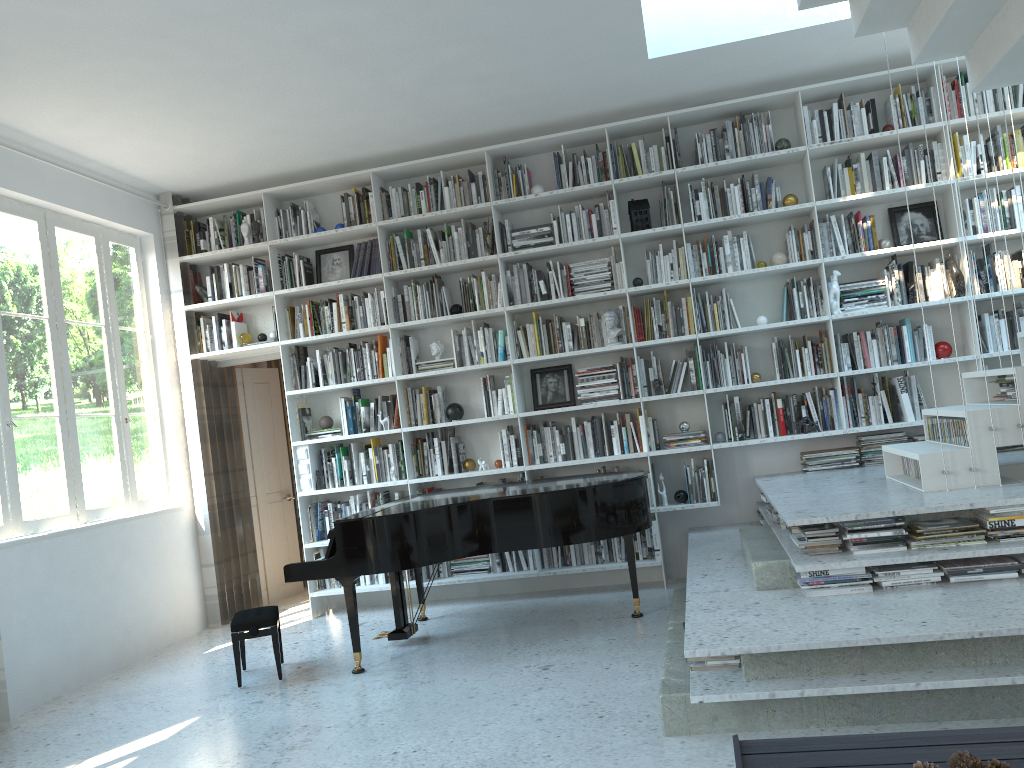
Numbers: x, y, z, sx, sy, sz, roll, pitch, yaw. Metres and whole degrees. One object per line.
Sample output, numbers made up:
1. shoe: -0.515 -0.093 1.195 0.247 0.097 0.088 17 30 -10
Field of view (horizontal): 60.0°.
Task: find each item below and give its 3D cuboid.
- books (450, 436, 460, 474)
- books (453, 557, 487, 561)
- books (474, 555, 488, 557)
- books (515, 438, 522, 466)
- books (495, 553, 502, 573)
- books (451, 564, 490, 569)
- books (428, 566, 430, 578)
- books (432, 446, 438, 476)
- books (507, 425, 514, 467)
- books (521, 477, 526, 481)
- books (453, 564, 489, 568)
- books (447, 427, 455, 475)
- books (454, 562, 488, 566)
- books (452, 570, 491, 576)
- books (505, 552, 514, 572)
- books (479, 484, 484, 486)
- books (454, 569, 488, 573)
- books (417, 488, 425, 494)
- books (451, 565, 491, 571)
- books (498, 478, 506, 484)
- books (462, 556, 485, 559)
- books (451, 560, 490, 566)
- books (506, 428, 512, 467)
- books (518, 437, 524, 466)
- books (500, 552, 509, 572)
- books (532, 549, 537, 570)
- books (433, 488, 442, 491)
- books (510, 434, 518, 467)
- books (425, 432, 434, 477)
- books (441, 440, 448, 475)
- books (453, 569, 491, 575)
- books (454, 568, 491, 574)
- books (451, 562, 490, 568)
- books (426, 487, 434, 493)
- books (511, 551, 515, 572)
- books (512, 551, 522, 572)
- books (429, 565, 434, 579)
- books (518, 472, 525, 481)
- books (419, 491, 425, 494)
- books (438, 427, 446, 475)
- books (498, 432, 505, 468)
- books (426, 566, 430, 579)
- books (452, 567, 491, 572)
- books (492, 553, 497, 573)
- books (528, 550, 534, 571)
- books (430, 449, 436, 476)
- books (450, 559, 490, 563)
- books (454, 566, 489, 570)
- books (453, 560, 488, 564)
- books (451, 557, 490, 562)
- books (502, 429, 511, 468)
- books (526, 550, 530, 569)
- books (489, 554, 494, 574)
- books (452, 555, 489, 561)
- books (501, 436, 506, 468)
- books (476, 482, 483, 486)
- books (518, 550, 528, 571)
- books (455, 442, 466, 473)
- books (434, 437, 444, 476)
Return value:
1. books: -0.394 0.506 6.351 0.027 0.261 0.163 -8 -2 11
2. books: -0.285 1.239 6.343 0.254 0.006 0.161 -8 -3 11
3. books: -0.288 1.223 6.341 0.285 0.005 0.159 -8 -3 12
4. books: 0.061 0.480 6.284 0.031 0.194 0.142 -8 -2 11
5. books: -0.083 1.223 6.286 0.029 0.202 0.178 -8 -2 11
6. books: -0.276 1.292 6.336 0.285 0.007 0.159 -8 -3 13
7. books: -0.584 1.277 6.407 0.012 0.230 0.138 -8 -2 11
8. books: -0.528 0.548 6.382 0.021 0.215 0.172 -8 -2 11
9. books: 0.003 0.438 6.285 0.014 0.290 0.132 -8 -2 11
10. books: 0.105 0.801 6.261 0.022 0.289 0.160 -8 -2 11
11. books: -0.278 1.286 6.332 0.254 0.007 0.161 -8 -3 7
12. books: -0.435 0.478 6.361 0.050 0.328 0.166 -8 -2 11
13. books: -0.279 1.272 6.339 0.254 0.007 0.161 -8 -3 12
14. books: -0.271 1.341 6.340 0.285 0.007 0.159 -8 -3 11
15. books: -0.016 1.188 6.274 0.062 0.253 0.177 -8 -2 11
16. books: -0.203 0.852 6.322 0.012 0.270 0.142 -8 -2 11
17. books: -0.274 1.320 6.337 0.254 0.007 0.161 -8 -3 12
18. books: -0.644 0.905 6.419 0.012 0.285 0.159 -8 -2 11
19. books: -0.276 1.306 6.328 0.285 0.007 0.159 -8 -3 16
20. books: -0.055 0.821 6.306 0.025 0.294 0.134 -8 -2 11
21. books: -0.287 1.228 6.341 0.254 0.006 0.161 -8 -3 10
22. books: -0.281 1.265 6.330 0.285 0.007 0.159 -7 -3 6
23. books: -0.007 0.447 6.291 0.010 0.277 0.155 -8 -2 11
24. books: 0.084 0.473 6.266 0.024 0.201 0.158 -8 -2 11
25. books: -0.055 1.202 6.293 0.028 0.238 0.136 -8 -2 11
26. books: 0.173 1.200 6.237 0.024 0.179 0.171 -8 -2 11
27. books: -0.522 0.894 6.398 0.026 0.273 0.146 -8 -2 11
28. books: 0.026 0.470 6.271 0.029 0.221 0.153 -8 -2 11
29. books: -0.575 0.505 6.391 0.014 0.313 0.166 -8 -2 11
30. books: -0.464 0.527 6.383 0.029 0.241 0.135 -8 -2 11
31. books: -0.274 1.334 6.331 0.254 0.007 0.161 -8 -3 15
32. books: -0.273 1.327 6.339 0.254 0.007 0.161 -8 -3 11
33. books: -0.279 1.279 6.332 0.285 0.007 0.159 -8 -3 7
34. books: -0.576 0.894 6.401 0.013 0.288 0.161 -8 -2 11
35. books: 0.021 1.194 6.264 0.011 0.232 0.174 -8 -2 11
36. books: 0.028 1.171 6.254 0.012 0.274 0.180 -8 -2 11
37. books: -0.566 1.291 6.399 0.025 0.198 0.160 -8 -2 11
38. books: 0.084 0.788 6.255 0.013 0.320 0.173 -8 -2 11
39. books: -0.625 0.912 6.416 0.023 0.266 0.134 -8 -2 11
40. books: -0.489 0.481 6.397 0.013 0.339 0.138 -8 -2 11
41. books: -0.058 0.465 6.297 0.012 0.254 0.161 -8 -2 11
42. books: -0.600 1.252 6.408 0.012 0.285 0.159 -8 -2 11
43. books: -0.276 1.313 6.331 0.285 0.007 0.159 -8 -3 7
44. books: -0.114 1.196 6.306 0.031 0.265 0.144 -8 -2 11
45. books: 0.142 1.163 6.226 0.024 0.260 0.189 -8 -2 11
46. books: -0.548 0.560 6.390 0.024 0.196 0.157 -8 -2 11
47. books: -0.281 1.252 6.340 0.285 0.007 0.159 -8 -3 12
48. books: -0.276 1.300 6.331 0.254 0.007 0.161 -8 -3 7
49. books: -0.280 1.259 6.339 0.254 0.007 0.161 -8 -3 12
50. books: -0.282 1.245 6.342 0.285 0.007 0.159 -8 -3 11
51. books: -0.027 0.453 6.280 0.027 0.269 0.159 -8 -2 11
52. books: 0.124 1.167 6.262 0.025 0.259 0.132 -8 -2 11
53. books: -0.137 1.204 6.295 0.012 0.254 0.161 -8 -2 11
54. books: -0.287 1.234 6.339 0.285 0.005 0.159 -8 -3 9
55. books: -0.041 0.478 6.302 0.015 0.225 0.148 -8 -2 11
56. books: -0.214 0.847 6.329 0.012 0.285 0.159 -8 -2 11
57. books: 0.073 1.165 6.259 0.073 0.275 0.181 -8 -2 11
58. books: -0.364 0.528 6.360 0.023 0.212 0.160 -8 -2 11
59. books: -0.509 0.518 6.375 0.027 0.269 0.185 -8 -2 11
